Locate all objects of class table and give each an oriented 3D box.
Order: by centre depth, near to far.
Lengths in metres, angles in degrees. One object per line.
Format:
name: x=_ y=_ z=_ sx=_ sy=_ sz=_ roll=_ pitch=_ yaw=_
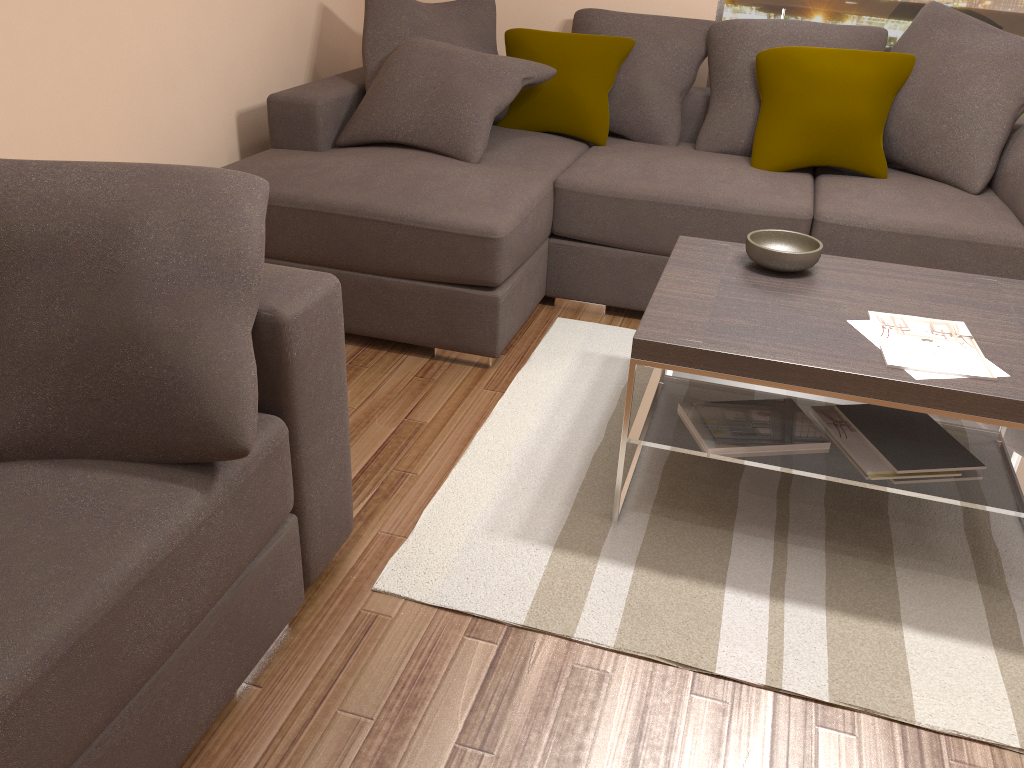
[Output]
table: x=0.939 y=0.043 z=2.521 sx=1.110 sy=0.558 sz=0.856 roll=10 pitch=29 yaw=14

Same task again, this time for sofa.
sofa: x=-1.188 y=0.816 z=0.672 sx=1.906 sy=0.776 sz=3.565 roll=10 pitch=29 yaw=14
sofa: x=0.731 y=-0.694 z=3.707 sx=3.565 sy=0.776 sz=1.906 roll=10 pitch=29 yaw=14

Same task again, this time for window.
window: x=1.974 y=-1.798 z=4.113 sx=1.983 sy=2.419 sz=0.020 roll=10 pitch=29 yaw=14

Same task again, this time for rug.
rug: x=0.933 y=0.293 z=2.645 sx=2.122 sy=0.024 sz=1.791 roll=10 pitch=29 yaw=14

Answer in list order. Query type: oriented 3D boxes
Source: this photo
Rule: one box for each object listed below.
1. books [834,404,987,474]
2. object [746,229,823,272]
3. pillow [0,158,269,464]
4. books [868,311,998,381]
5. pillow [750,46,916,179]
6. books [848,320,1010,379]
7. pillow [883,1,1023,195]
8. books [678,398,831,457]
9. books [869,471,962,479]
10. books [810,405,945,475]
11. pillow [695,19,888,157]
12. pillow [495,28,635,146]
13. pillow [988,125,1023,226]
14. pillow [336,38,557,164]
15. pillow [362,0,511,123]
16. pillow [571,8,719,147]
books: x=1.042 y=0.136 z=2.343 sx=0.241 sy=0.008 sz=0.332 roll=-2 pitch=28 yaw=-9
object: x=0.804 y=-0.388 z=2.639 sx=0.219 sy=0.081 sz=0.219 roll=13 pitch=29 yaw=18
pillow: x=-0.833 y=-0.146 z=1.657 sx=0.749 sy=0.470 sz=0.560 roll=-4 pitch=28 yaw=-12
books: x=1.029 y=-0.100 z=2.195 sx=0.241 sy=0.010 sz=0.332 roll=8 pitch=28 yaw=10
pillow: x=1.339 y=-1.131 z=3.718 sx=0.658 sy=0.492 sz=0.382 roll=5 pitch=28 yaw=5
books: x=1.015 y=-0.088 z=2.186 sx=0.241 sy=0.008 sz=0.332 roll=-2 pitch=28 yaw=-9
pillow: x=1.803 y=-1.197 z=3.637 sx=0.399 sy=0.635 sz=0.811 roll=-10 pitch=30 yaw=-23
books: x=0.642 y=0.113 z=2.380 sx=0.332 sy=0.026 sz=0.241 roll=-2 pitch=28 yaw=-9
books: x=0.980 y=0.155 z=2.342 sx=0.241 sy=0.013 sz=0.332 roll=-2 pitch=28 yaw=-8
books: x=0.974 y=0.140 z=2.347 sx=0.241 sy=0.008 sz=0.332 roll=-1 pitch=28 yaw=-8
pillow: x=1.243 y=-1.303 z=3.973 sx=0.783 sy=0.590 sz=0.459 roll=8 pitch=28 yaw=9
pillow: x=0.214 y=-1.385 z=4.161 sx=0.631 sy=0.486 sz=0.335 roll=12 pitch=29 yaw=16
pillow: x=2.145 y=-0.847 z=3.310 sx=0.560 sy=0.470 sz=0.749 roll=8 pitch=28 yaw=10
pillow: x=-0.291 y=-1.225 z=3.784 sx=0.792 sy=0.415 sz=0.645 roll=13 pitch=29 yaw=19
pillow: x=-0.361 y=-1.523 z=4.106 sx=0.806 sy=0.578 sz=0.483 roll=-12 pitch=31 yaw=-26
pillow: x=0.562 y=-1.468 z=4.266 sx=0.787 sy=0.576 sz=0.431 roll=18 pitch=32 yaw=27
